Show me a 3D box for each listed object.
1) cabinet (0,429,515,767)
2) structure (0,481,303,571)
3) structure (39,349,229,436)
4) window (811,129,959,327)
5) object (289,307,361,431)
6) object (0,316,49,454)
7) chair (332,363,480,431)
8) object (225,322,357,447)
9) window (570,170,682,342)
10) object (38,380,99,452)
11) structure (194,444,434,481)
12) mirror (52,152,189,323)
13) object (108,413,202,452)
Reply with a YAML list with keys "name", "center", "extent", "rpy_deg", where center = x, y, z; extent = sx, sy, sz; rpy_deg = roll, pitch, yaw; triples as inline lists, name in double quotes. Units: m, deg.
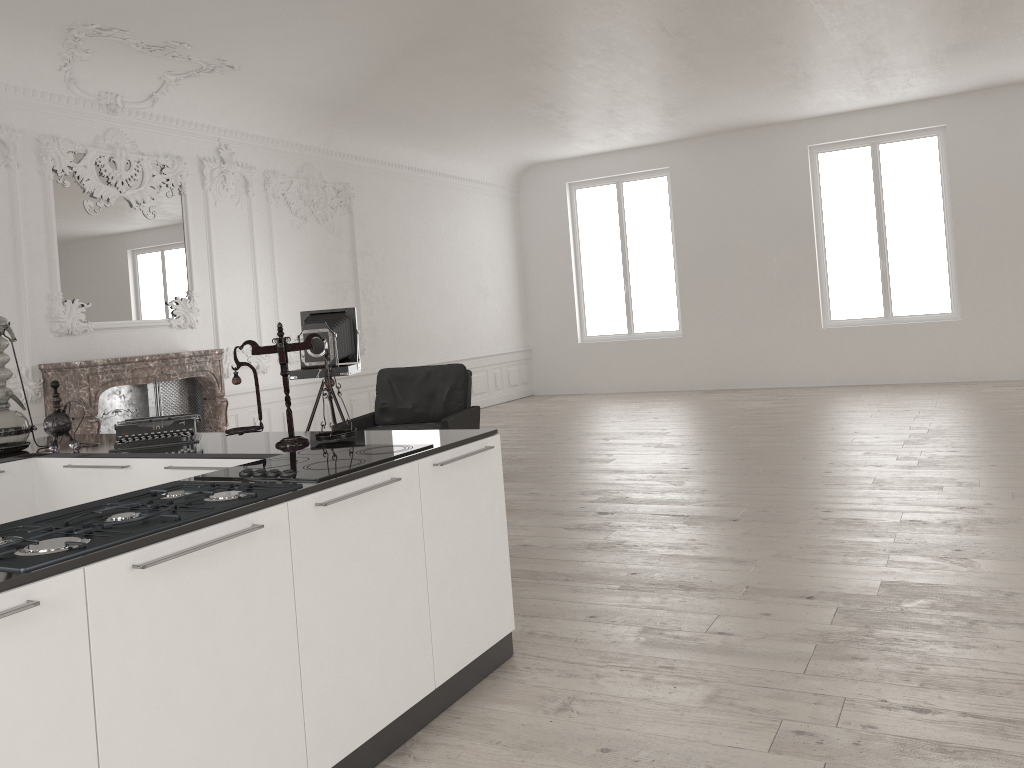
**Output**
- name: "cabinet"
  center: [-1.746, 0.787, 2.982]
  extent: [2.700, 0.881, 2.473]
  rpy_deg: [-2, 4, 28]
- name: "structure"
  center: [-1.014, 0.335, 2.261]
  extent: [0.519, 0.014, 0.846]
  rpy_deg: [-2, 5, 28]
- name: "structure"
  center: [-3.231, 0.379, 7.672]
  extent: [0.658, 1.246, 1.551]
  rpy_deg: [-4, 2, 28]
- name: "window"
  center: [5.171, -2.139, 12.333]
  extent: [1.721, 2.580, 0.071]
  rpy_deg: [-4, 0, 28]
- name: "object"
  center: [-1.615, 0.096, 7.847]
  extent: [0.711, 1.522, 0.655]
  rpy_deg: [-4, 0, 3]
- name: "object"
  center: [-2.296, -0.019, 4.027]
  extent: [0.294, 0.650, 0.318]
  rpy_deg: [-5, 1, -19]
- name: "chair"
  center: [-0.829, 0.353, 7.322]
  extent: [0.972, 0.962, 1.090]
  rpy_deg: [-4, 2, 13]
- name: "object"
  center: [-0.889, 0.000, 3.485]
  extent: [0.513, 0.490, 0.168]
  rpy_deg: [-4, 0, 1]
- name: "window"
  center: [1.808, -2.009, 14.101]
  extent: [1.721, 2.580, 0.071]
  rpy_deg: [-4, 0, 28]
- name: "object"
  center: [-2.025, 0.135, 3.984]
  extent: [0.203, 0.312, 0.223]
  rpy_deg: [-4, 1, 26]
- name: "structure"
  center: [-0.644, 0.249, 2.964]
  extent: [0.505, 0.021, 0.631]
  rpy_deg: [-2, 5, 28]
- name: "mirror"
  center: [-3.453, -1.278, 7.884]
  extent: [0.009, 1.570, 1.440]
  rpy_deg: [-5, 1, 28]
- name: "object"
  center: [-1.584, 0.206, 3.922]
  extent: [0.384, 0.110, 0.317]
  rpy_deg: [-6, 4, -17]
